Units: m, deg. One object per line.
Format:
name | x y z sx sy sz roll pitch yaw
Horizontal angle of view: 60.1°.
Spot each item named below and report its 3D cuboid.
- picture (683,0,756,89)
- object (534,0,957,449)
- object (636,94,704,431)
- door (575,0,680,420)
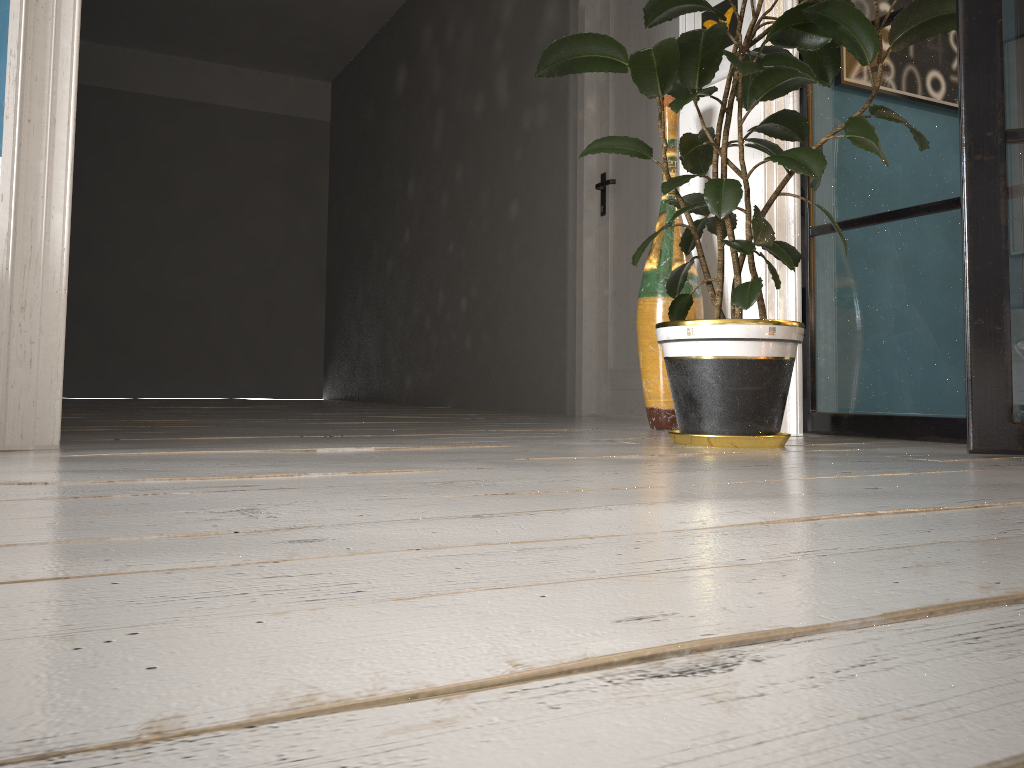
picture | -0.155 -1.417 2.587 1.943 0.756 0.358 1 -3 -27
object | 1.401 -0.743 0.881 1.010 1.801 3.889 2 -2 -28
object | 0.513 -0.413 2.872 0.215 1.128 0.215 3 -5 -33
door | 0.638 -1.000 3.953 0.177 2.316 1.034 3 -4 -27
